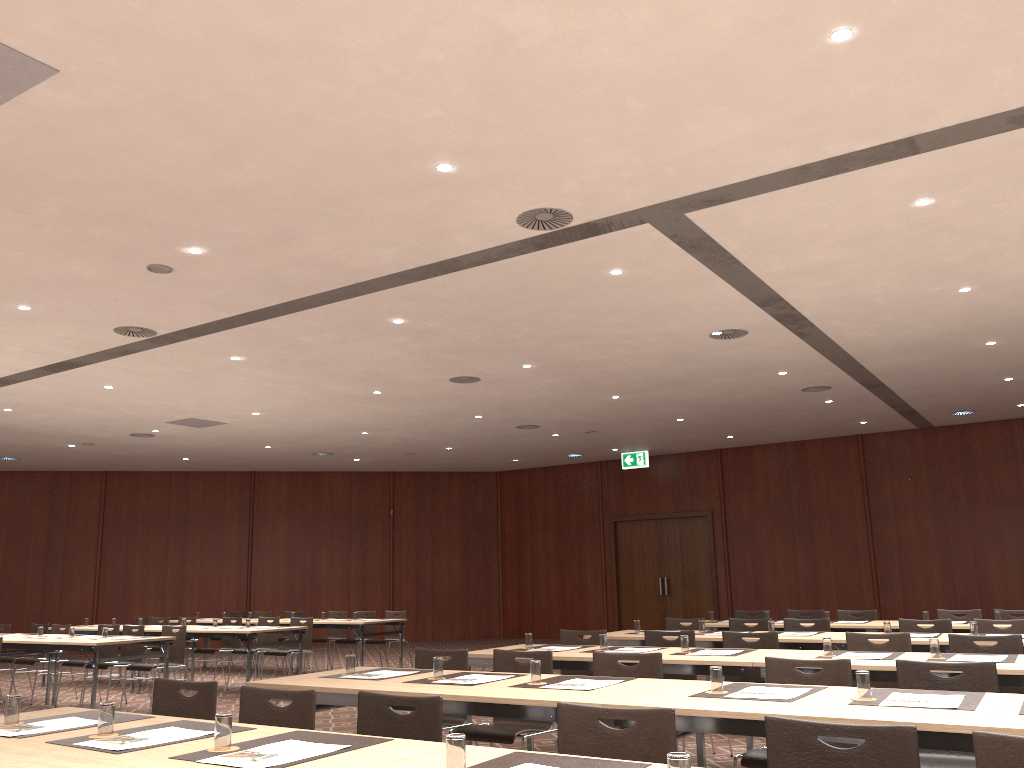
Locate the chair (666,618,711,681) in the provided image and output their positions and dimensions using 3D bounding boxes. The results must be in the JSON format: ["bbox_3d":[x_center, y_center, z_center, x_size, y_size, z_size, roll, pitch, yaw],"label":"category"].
[{"bbox_3d":[1.690,2.834,8.886,0.536,0.937,0.614,-10,-15,35],"label":"chair"}]

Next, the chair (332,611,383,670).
[{"bbox_3d":[-2.386,4.009,13.752,0.536,0.937,0.614,-9,-14,33],"label":"chair"}]

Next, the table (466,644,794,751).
[{"bbox_3d":[0.798,2.354,6.366,2.269,0.831,0.954,-9,-14,32],"label":"table"}]

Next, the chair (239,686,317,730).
[{"bbox_3d":[-1.068,1.720,3.535,0.536,0.937,0.614,-8,-14,29],"label":"chair"}]

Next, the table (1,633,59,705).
[{"bbox_3d":[-6.837,3.606,11.185,2.269,0.831,0.954,-9,-14,32],"label":"table"}]

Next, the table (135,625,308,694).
[{"bbox_3d":[-3.844,3.631,11.630,2.269,0.831,0.954,-9,-14,32],"label":"table"}]

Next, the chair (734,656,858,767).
[{"bbox_3d":[1.422,1.827,4.297,0.536,0.937,0.614,-9,-14,33],"label":"chair"}]

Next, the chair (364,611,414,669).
[{"bbox_3d":[-1.887,3.943,13.508,0.536,0.937,0.614,-10,-15,35],"label":"chair"}]

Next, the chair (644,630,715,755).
[{"bbox_3d":[1.179,2.403,6.874,0.536,0.937,0.614,-9,-14,32],"label":"chair"}]

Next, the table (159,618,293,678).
[{"bbox_3d":[-4.657,4.279,14.477,2.269,0.831,0.954,-9,-14,32],"label":"table"}]

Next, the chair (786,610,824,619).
[{"bbox_3d":[3.350,3.078,10.172,0.536,0.937,0.614,-10,-15,34],"label":"chair"}]

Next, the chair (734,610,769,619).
[{"bbox_3d":[2.803,3.158,10.477,0.536,0.937,0.614,-10,-15,35],"label":"chair"}]

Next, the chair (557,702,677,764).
[{"bbox_3d":[0.274,1.520,2.778,0.536,0.937,0.614,-8,-14,30],"label":"chair"}]

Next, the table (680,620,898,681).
[{"bbox_3d":[2.977,3.028,9.659,2.269,0.831,0.954,-9,-14,32],"label":"table"}]

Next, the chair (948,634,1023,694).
[{"bbox_3d":[3.034,2.079,5.613,0.536,0.937,0.614,-9,-14,32],"label":"chair"}]

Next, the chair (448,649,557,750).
[{"bbox_3d":[-0.016,2.074,5.254,0.536,0.937,0.614,-9,-14,33],"label":"chair"}]

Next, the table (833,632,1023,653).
[{"bbox_3d":[3.790,2.379,6.811,2.269,0.831,0.954,-9,-14,32],"label":"table"}]

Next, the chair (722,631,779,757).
[{"bbox_3d":[1.720,2.305,6.493,0.536,0.937,0.614,-9,-14,33],"label":"chair"}]

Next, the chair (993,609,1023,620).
[{"bbox_3d":[5.166,2.771,8.985,0.536,0.937,0.614,-9,-14,33],"label":"chair"}]

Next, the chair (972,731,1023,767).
[{"bbox_3d":[1.325,1.328,2.024,0.536,0.937,0.614,-10,-15,34],"label":"chair"}]

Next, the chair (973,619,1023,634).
[{"bbox_3d":[4.100,2.430,7.324,0.536,0.937,0.614,-8,-14,29],"label":"chair"}]

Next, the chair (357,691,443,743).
[{"bbox_3d":[-0.524,1.642,3.240,0.536,0.937,0.614,-9,-14,33],"label":"chair"}]

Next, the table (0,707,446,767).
[{"bbox_3d":[-1.381,1.680,3.073,2.269,0.831,0.954,-9,-14,32],"label":"table"}]

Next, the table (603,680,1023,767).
[{"bbox_3d":[1.611,1.705,3.518,2.269,0.831,0.954,-9,-14,32],"label":"table"}]

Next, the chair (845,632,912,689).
[{"bbox_3d":[2.503,2.186,6.039,0.536,0.937,0.614,-9,-14,32],"label":"chair"}]

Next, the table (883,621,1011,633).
[{"bbox_3d":[4.880,2.716,8.457,2.269,0.831,0.954,-9,-14,32],"label":"table"}]

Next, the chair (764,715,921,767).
[{"bbox_3d":[0.864,1.414,2.364,0.536,0.937,0.614,-10,-15,34],"label":"chair"}]

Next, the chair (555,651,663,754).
[{"bbox_3d":[0.593,1.983,4.910,0.536,0.937,0.614,-8,-14,29],"label":"chair"}]

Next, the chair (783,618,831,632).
[{"bbox_3d":[2.731,2.664,8.229,0.536,0.937,0.614,-9,-14,31],"label":"chair"}]

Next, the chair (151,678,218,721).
[{"bbox_3d":[-1.620,1.831,3.973,0.536,0.937,0.614,-8,-14,29],"label":"chair"}]

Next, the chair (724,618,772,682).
[{"bbox_3d":[2.260,2.732,8.486,0.536,0.937,0.614,-9,-14,32],"label":"chair"}]

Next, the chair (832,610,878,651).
[{"bbox_3d":[3.814,2.982,9.789,0.536,0.937,0.614,-9,-14,32],"label":"chair"}]

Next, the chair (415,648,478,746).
[{"bbox_3d":[-0.541,2.149,5.536,0.536,0.937,0.614,-9,-14,33],"label":"chair"}]

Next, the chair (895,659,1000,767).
[{"bbox_3d":[1.987,1.746,3.990,0.536,0.937,0.614,-8,-14,30],"label":"chair"}]

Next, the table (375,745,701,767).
[{"bbox_3d":[0.522,1.368,1.872,2.269,0.831,0.954,-9,-14,32],"label":"table"}]

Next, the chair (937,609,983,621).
[{"bbox_3d":[4.728,2.852,9.302,0.536,0.937,0.614,-9,-14,31],"label":"chair"}]

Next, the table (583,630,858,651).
[{"bbox_3d":[1.887,2.691,8.012,2.269,0.831,0.954,-9,-14,32],"label":"table"}]

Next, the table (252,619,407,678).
[{"bbox_3d":[-2.755,3.967,13.276,2.269,0.831,0.954,-9,-14,32],"label":"table"}]

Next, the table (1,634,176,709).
[{"bbox_3d":[-4.934,3.294,9.984,2.269,0.831,0.954,-9,-14,32],"label":"table"}]

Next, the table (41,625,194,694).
[{"bbox_3d":[-5.747,3.942,12.831,2.269,0.831,0.954,-9,-14,32],"label":"table"}]

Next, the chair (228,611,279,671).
[{"bbox_3d":[-4.333,4.317,14.932,0.536,0.937,0.614,-9,-14,32],"label":"chair"}]

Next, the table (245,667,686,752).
[{"bbox_3d":[-0.292,2.017,4.719,2.269,0.831,0.954,-9,-14,32],"label":"table"}]

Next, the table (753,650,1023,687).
[{"bbox_3d":[2.701,2.042,5.165,2.269,0.831,0.954,-9,-14,32],"label":"table"}]

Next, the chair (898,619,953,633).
[{"bbox_3d":[3.564,2.507,7.613,0.536,0.937,0.614,-10,-15,33],"label":"chair"}]

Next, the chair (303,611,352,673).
[{"bbox_3d":[-2.906,4.110,14.151,0.536,0.937,0.614,-10,-15,34],"label":"chair"}]

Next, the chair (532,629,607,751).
[{"bbox_3d":[0.525,2.501,7.246,0.536,0.937,0.614,-8,-14,29],"label":"chair"}]
